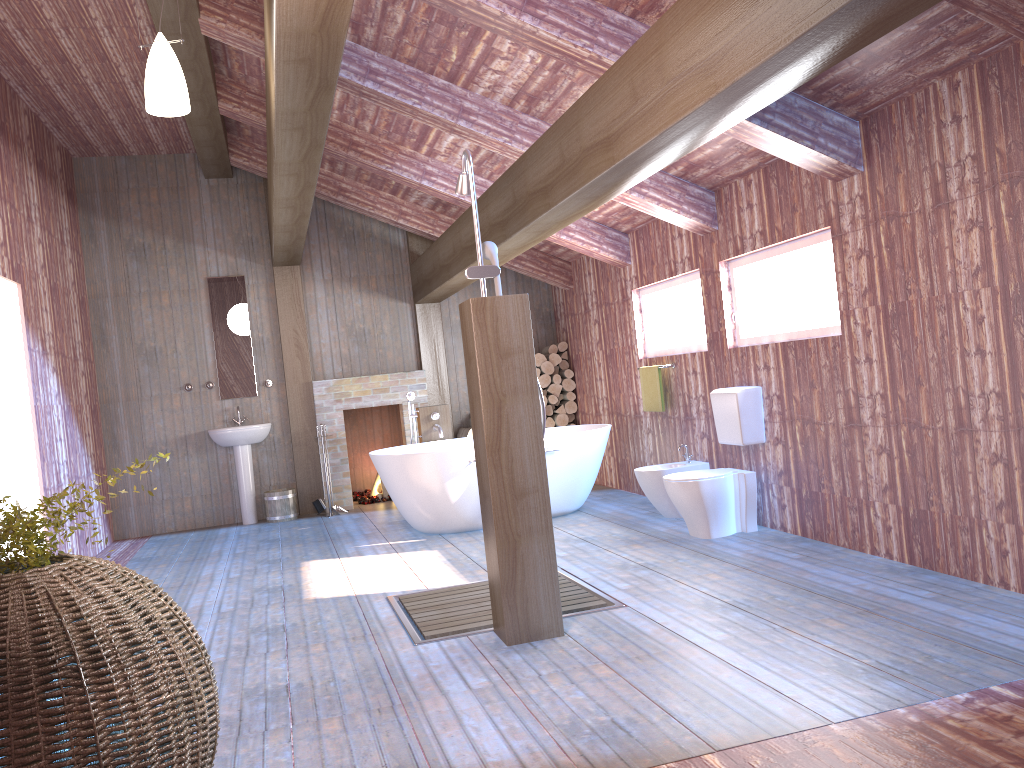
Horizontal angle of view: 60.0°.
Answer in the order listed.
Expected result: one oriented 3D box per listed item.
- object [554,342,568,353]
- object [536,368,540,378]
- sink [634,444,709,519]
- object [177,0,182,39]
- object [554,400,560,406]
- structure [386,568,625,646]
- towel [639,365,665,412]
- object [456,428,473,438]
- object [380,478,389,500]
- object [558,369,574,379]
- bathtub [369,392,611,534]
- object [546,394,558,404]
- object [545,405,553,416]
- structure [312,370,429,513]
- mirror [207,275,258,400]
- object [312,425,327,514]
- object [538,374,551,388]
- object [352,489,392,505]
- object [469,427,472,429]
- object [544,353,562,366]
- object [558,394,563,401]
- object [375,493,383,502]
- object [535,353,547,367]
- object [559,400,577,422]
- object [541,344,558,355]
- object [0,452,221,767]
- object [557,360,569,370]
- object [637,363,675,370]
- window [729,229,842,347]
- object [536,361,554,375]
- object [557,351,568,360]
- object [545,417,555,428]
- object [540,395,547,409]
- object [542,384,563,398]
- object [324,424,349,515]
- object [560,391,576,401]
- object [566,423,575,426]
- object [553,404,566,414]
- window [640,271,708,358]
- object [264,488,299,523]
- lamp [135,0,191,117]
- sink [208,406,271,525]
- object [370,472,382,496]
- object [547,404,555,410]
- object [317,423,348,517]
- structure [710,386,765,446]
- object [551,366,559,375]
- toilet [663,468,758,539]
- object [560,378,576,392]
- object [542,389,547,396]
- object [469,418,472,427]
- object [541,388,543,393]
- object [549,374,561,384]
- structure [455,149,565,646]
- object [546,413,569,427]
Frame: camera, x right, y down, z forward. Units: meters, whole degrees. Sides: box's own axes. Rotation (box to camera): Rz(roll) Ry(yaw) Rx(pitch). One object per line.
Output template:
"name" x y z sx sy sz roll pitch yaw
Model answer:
"object" 0.493 -0.379 9.325 0.112 0.113 0.271 -6 0 -15
"object" 0.167 -0.098 9.212 0.139 0.148 0.458 -6 0 -15
"sink" 1.147 0.708 6.430 0.515 0.517 0.335 -6 0 -14
"object" -0.856 -0.456 6.432 0.258 3.264 5.569 -6 0 6
"object" 0.442 0.195 9.248 0.067 0.069 0.177 -6 0 -15
"structure" -0.076 1.132 4.513 1.000 0.067 1.000 -6 0 -15
"towel" 1.107 0.039 7.011 0.032 0.361 0.370 -6 0 -15
"object" -0.450 0.517 9.021 0.139 0.137 0.455 -6 0 -17
"object" -1.330 1.007 9.286 0.098 0.434 0.283 -6 0 -17
"object" 0.530 -0.104 9.290 0.102 0.109 0.438 -6 0 -15
"bathtub" -0.159 0.551 7.130 1.935 1.109 1.460 -6 0 7
"object" 0.365 0.157 9.238 0.102 0.109 0.438 -6 0 -15
"object" 0.326 0.271 9.213 0.111 0.118 0.302 -6 0 -16
"structure" -1.378 0.573 8.944 1.130 1.330 0.226 -6 0 -15
"mirror" -2.734 -0.456 8.674 0.350 1.199 0.009 -6 0 -15
"object" -1.879 0.822 8.501 0.136 0.846 0.062 -6 0 -34
"object" 0.276 -0.019 9.221 0.143 0.151 0.440 -6 0 -15
"object" -1.384 1.190 9.598 0.829 0.085 0.935 -6 0 -33
"object" -0.389 0.485 9.139 0.099 0.093 0.280 -6 0 -14
"object" 0.389 -0.246 9.277 0.133 0.142 0.456 -6 0 -14
"object" 0.480 0.135 9.318 0.088 0.092 0.280 -6 0 -14
"object" -1.322 1.171 9.294 0.085 0.084 0.278 -6 0 31
"object" 0.235 -0.244 9.234 0.135 0.139 0.456 -6 0 -14
"object" 0.556 0.294 9.299 0.137 0.256 0.439 -6 0 -15
"object" 0.394 -0.345 9.296 0.104 0.121 0.270 -6 0 -14
"object" -1.334 0.734 2.430 0.972 1.073 0.970 -6 0 -35
"object" 0.508 -0.198 9.325 0.107 0.115 0.269 -6 0 -14
"object" 1.124 -0.131 7.015 0.091 0.043 0.581 -6 0 -15
"window" 1.651 -0.547 5.333 0.054 0.587 1.255 -6 0 -14
"object" 0.299 -0.159 9.231 0.141 0.143 0.437 -6 0 -17
"object" 0.502 -0.294 9.341 0.081 0.100 0.281 -6 0 -15
"object" 0.342 0.398 9.203 0.114 0.113 0.301 -6 0 -17
"object" 0.243 0.192 9.207 0.136 0.157 0.439 -6 0 -14
"object" 0.382 0.074 9.277 0.172 0.151 0.482 -6 0 -14
"object" -1.734 0.819 8.528 0.206 0.871 0.126 -6 0 28
"object" 0.551 0.127 9.291 0.102 0.109 0.438 -6 0 -15
"object" 0.562 0.480 9.308 0.139 0.137 0.455 -6 0 -17
"object" 0.444 0.259 9.259 0.115 0.112 0.423 -6 0 -15
"window" 1.272 -0.517 6.832 0.054 0.587 1.255 -6 0 -14
"object" -2.221 1.168 8.534 0.309 0.290 0.308 -6 0 -5
"lamp" -1.479 -1.632 3.677 0.174 1.001 0.174 -6 0 -34
"sink" -2.561 0.779 8.477 0.582 1.143 0.475 -6 0 -16
"object" -1.419 1.072 9.432 0.221 0.306 0.121 -6 0 12
"object" 0.389 0.238 9.232 0.065 0.069 0.177 -6 0 -16
"object" -1.823 0.826 8.570 0.276 0.888 0.333 -6 0 27
"structure" 1.450 0.204 5.704 0.182 0.363 0.358 -6 0 -14
"object" 0.394 -0.130 9.359 0.132 0.119 0.319 -6 0 -14
"toilet" 1.240 0.764 5.641 0.534 0.400 0.375 -6 0 -14
"object" 0.529 0.010 9.292 0.147 0.152 0.439 -6 0 -15
"object" 0.291 0.106 9.199 0.095 0.090 0.278 -6 0 -14
"object" -0.358 0.399 9.152 0.108 0.113 0.302 -6 0 -15
"object" 0.209 0.066 9.197 0.102 0.109 0.438 -6 0 -15
"object" 0.409 -0.047 9.255 0.089 0.106 0.437 -6 0 -14
"structure" -0.034 0.011 3.986 0.328 2.209 0.522 -6 0 6
"object" 0.454 0.376 9.267 0.137 0.133 0.437 -6 0 -17
